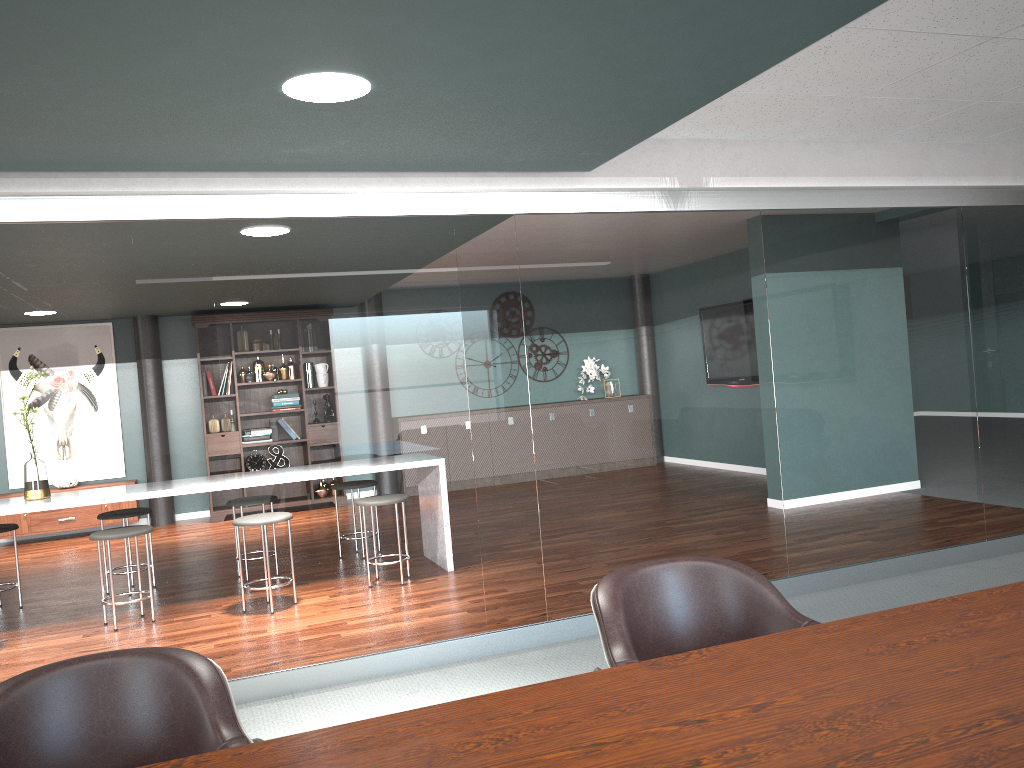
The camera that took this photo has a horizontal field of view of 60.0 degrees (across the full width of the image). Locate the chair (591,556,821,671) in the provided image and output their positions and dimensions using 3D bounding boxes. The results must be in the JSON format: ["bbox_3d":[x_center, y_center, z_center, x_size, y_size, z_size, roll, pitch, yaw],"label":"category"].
[{"bbox_3d":[0.421,0.753,1.698,0.535,0.761,0.518,-5,1,-14],"label":"chair"}]

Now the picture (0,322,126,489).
[{"bbox_3d":[-4.307,0.194,8.487,1.002,1.512,0.031,-5,1,-20],"label":"picture"}]

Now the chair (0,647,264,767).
[{"bbox_3d":[-0.619,0.843,1.313,0.533,0.761,0.523,-5,1,-38],"label":"chair"}]

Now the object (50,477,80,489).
[{"bbox_3d":[-4.200,0.925,8.346,0.245,0.112,0.261,-5,1,-12],"label":"object"}]

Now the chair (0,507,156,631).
[{"bbox_3d":[-2.621,1.090,5.063,4.029,0.512,1.479,-5,1,-20],"label":"chair"}]

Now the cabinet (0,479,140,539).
[{"bbox_3d":[-4.168,1.169,8.334,1.200,0.379,0.368,-5,1,-20],"label":"cabinet"}]

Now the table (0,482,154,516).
[{"bbox_3d":[-2.637,0.997,4.996,4.577,0.699,0.609,-5,1,-20],"label":"table"}]
